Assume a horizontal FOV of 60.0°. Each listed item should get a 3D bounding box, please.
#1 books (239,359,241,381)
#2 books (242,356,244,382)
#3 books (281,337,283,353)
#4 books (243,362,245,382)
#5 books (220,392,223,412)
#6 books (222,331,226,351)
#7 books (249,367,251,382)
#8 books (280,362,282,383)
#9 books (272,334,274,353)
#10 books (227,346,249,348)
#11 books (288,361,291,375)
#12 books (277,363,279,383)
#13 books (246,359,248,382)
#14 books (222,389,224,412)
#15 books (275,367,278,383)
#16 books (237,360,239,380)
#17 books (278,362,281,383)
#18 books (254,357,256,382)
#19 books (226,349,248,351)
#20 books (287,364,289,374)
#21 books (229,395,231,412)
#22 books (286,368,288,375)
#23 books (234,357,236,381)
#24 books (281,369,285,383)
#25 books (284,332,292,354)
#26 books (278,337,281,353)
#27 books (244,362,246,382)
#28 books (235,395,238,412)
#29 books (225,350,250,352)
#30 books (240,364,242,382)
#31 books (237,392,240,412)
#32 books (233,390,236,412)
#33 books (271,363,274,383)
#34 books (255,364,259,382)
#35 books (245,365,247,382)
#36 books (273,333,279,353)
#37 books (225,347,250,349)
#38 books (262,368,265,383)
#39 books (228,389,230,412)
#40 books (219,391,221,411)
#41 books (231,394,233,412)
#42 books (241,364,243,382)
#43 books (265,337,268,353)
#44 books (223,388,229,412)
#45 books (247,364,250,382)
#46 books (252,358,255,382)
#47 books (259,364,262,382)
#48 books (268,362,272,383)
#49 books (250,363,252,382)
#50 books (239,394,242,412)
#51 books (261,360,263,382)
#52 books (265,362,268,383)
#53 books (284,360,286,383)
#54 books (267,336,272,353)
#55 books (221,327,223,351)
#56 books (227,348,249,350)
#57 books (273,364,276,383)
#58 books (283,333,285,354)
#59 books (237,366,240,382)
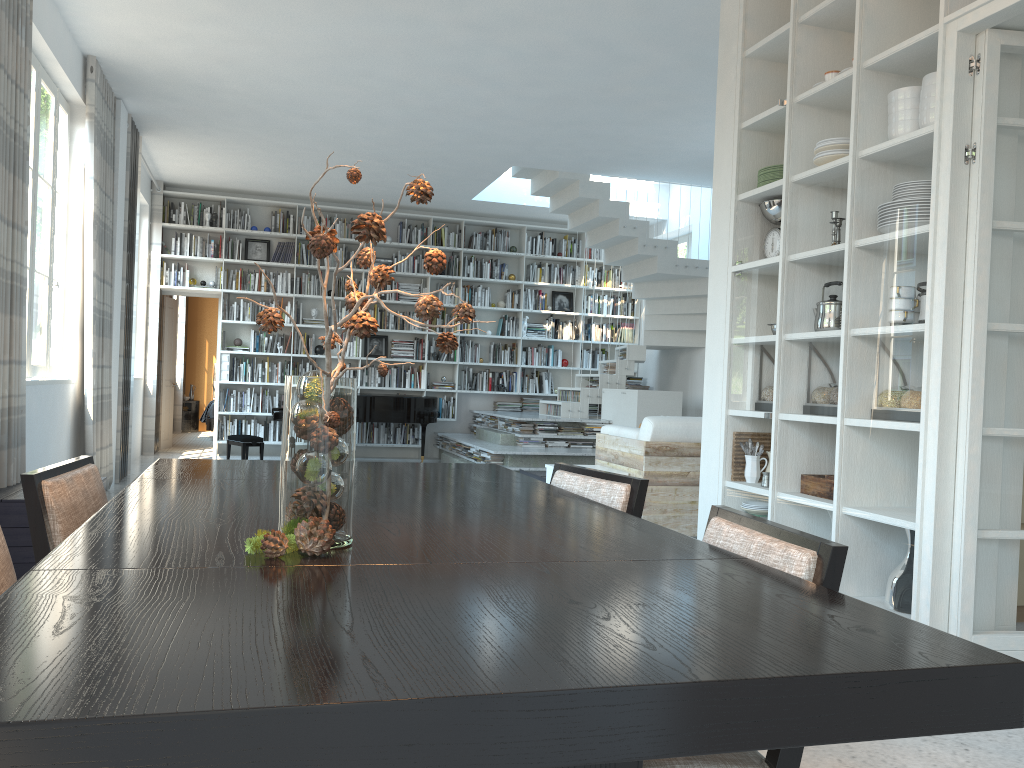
[{"bbox_3d":[-3.350,-0.170,10.922,0.008,0.280,0.164,2,1,-16],"label":"books"},{"bbox_3d":[-3.315,-0.186,10.934,0.006,0.315,0.145,2,1,-16],"label":"books"},{"bbox_3d":[-2.872,-0.481,11.057,0.027,0.209,0.143,2,0,-16],"label":"books"},{"bbox_3d":[-3.306,-0.150,10.936,0.014,0.243,0.171,2,0,-16],"label":"books"},{"bbox_3d":[-3.560,0.215,10.871,0.029,0.239,0.154,2,0,-16],"label":"books"},{"bbox_3d":[-3.531,-0.525,10.867,0.028,0.243,0.156,2,0,-16],"label":"books"},{"bbox_3d":[-3.236,-0.119,10.944,0.016,0.189,0.183,2,0,-16],"label":"books"},{"bbox_3d":[-2.890,-0.141,11.066,0.013,0.260,0.142,2,1,-16],"label":"books"},{"bbox_3d":[-2.980,-0.502,11.037,0.013,0.242,0.141,2,1,-16],"label":"books"},{"bbox_3d":[-3.378,-0.452,10.920,0.254,0.012,0.161,2,0,-15],"label":"books"},{"bbox_3d":[-2.789,-0.146,11.104,0.024,0.280,0.135,2,1,-16],"label":"books"},{"bbox_3d":[-2.921,-0.135,11.056,0.010,0.246,0.160,2,0,-16],"label":"books"},{"bbox_3d":[-3.274,-0.166,10.954,0.009,0.278,0.157,2,1,-16],"label":"books"},{"bbox_3d":[-3.536,0.197,10.861,0.011,0.277,0.189,2,0,-16],"label":"books"},{"bbox_3d":[-2.939,-0.110,11.056,0.023,0.194,0.140,2,0,-16],"label":"books"},{"bbox_3d":[-3.375,-0.163,10.910,0.007,0.264,0.176,2,0,-16],"label":"books"},{"bbox_3d":[-2.900,-0.144,11.043,0.021,0.265,0.185,2,0,-16],"label":"books"},{"bbox_3d":[-3.181,-0.176,10.971,0.012,0.306,0.189,2,1,-16],"label":"books"},{"bbox_3d":[-3.380,-0.416,10.920,0.254,0.012,0.161,2,0,-15],"label":"books"},{"bbox_3d":[-2.800,-0.127,11.079,0.010,0.240,0.174,2,0,-16],"label":"books"},{"bbox_3d":[-3.469,0.240,10.912,0.024,0.198,0.148,2,0,-16],"label":"books"},{"bbox_3d":[-2.825,-0.101,11.099,0.023,0.187,0.130,2,0,-16],"label":"books"},{"bbox_3d":[-3.409,-0.179,10.911,0.014,0.294,0.171,2,1,-16],"label":"books"},{"bbox_3d":[-2.865,-0.100,11.074,0.041,0.181,0.141,2,0,-16],"label":"books"},{"bbox_3d":[-2.788,-0.511,11.043,0.082,0.276,0.228,2,0,-16],"label":"books"},{"bbox_3d":[-2.896,-0.481,11.039,0.030,0.207,0.172,2,0,-16],"label":"books"},{"bbox_3d":[-3.292,-0.150,10.925,0.009,0.244,0.184,2,0,-16],"label":"books"},{"bbox_3d":[-3.397,0.242,10.938,0.025,0.200,0.137,2,0,-16],"label":"books"},{"bbox_3d":[-3.379,-0.403,10.916,0.285,0.012,0.159,2,0,-13],"label":"books"},{"bbox_3d":[-3.343,-0.139,10.931,0.015,0.218,0.176,2,0,-16],"label":"books"},{"bbox_3d":[-3.375,0.219,10.948,0.022,0.248,0.133,2,1,-16],"label":"books"},{"bbox_3d":[-3.416,0.208,10.910,0.029,0.266,0.171,2,0,-16],"label":"books"},{"bbox_3d":[-2.982,-0.139,11.024,0.028,0.249,0.159,2,0,-16],"label":"books"},{"bbox_3d":[-3.161,-0.137,10.997,0.045,0.230,0.138,2,1,-16],"label":"books"},{"bbox_3d":[-3.289,-0.133,10.959,0.016,0.211,0.146,2,0,-16],"label":"books"},{"bbox_3d":[-2.941,-0.507,11.034,0.060,0.255,0.158,2,0,-16],"label":"books"},{"bbox_3d":[-3.377,-0.440,10.914,0.285,0.012,0.159,2,0,-12],"label":"books"},{"bbox_3d":[-3.079,-0.109,10.992,0.029,0.181,0.190,2,0,-16],"label":"books"},{"bbox_3d":[-3.484,0.201,10.906,0.010,0.273,0.150,2,1,-16],"label":"books"},{"bbox_3d":[-3.583,0.207,10.879,0.012,0.254,0.161,2,0,-16],"label":"books"},{"bbox_3d":[-3.440,0.230,10.897,0.022,0.220,0.187,2,0,-16],"label":"books"},{"bbox_3d":[-3.325,-0.137,10.923,0.015,0.217,0.180,2,0,-16],"label":"books"},{"bbox_3d":[-3.046,-0.479,10.984,0.029,0.190,0.189,2,0,-16],"label":"books"},{"bbox_3d":[-3.508,0.195,10.878,0.052,0.283,0.172,2,1,-16],"label":"books"},{"bbox_3d":[-3.252,-0.135,10.943,0.015,0.219,0.190,2,0,-16],"label":"books"},{"bbox_3d":[-3.193,-0.173,10.955,0.019,0.300,0.180,2,1,-16],"label":"books"},{"bbox_3d":[-3.121,-0.135,10.990,0.027,0.230,0.159,2,0,-16],"label":"books"},{"bbox_3d":[-3.007,-0.146,11.012,0.028,0.260,0.181,2,0,-16],"label":"books"},{"bbox_3d":[-3.229,-0.140,10.981,0.016,0.230,0.136,2,1,-16],"label":"books"},{"bbox_3d":[-3.342,0.232,10.923,0.028,0.223,0.189,2,0,-16],"label":"books"},{"bbox_3d":[-3.100,-0.160,10.994,0.014,0.282,0.150,2,1,-16],"label":"books"},{"bbox_3d":[-3.054,-0.145,11.010,0.026,0.254,0.176,2,0,-16],"label":"books"},{"bbox_3d":[-2.831,-0.151,11.062,0.014,0.286,0.179,2,0,-16],"label":"books"},{"bbox_3d":[-3.014,-0.489,11.028,0.056,0.214,0.142,2,0,-16],"label":"books"},{"bbox_3d":[-3.552,-0.547,10.871,0.012,0.285,0.159,2,1,-16],"label":"books"},{"bbox_3d":[-3.378,-0.428,10.916,0.254,0.012,0.161,2,0,-19],"label":"books"},{"bbox_3d":[-2.961,-0.128,11.046,0.025,0.229,0.153,2,0,-16],"label":"books"},{"bbox_3d":[-2.848,-0.501,11.066,0.021,0.251,0.154,2,1,-16],"label":"books"},{"bbox_3d":[-3.359,-0.125,10.899,0.019,0.189,0.193,2,0,-16],"label":"books"}]
